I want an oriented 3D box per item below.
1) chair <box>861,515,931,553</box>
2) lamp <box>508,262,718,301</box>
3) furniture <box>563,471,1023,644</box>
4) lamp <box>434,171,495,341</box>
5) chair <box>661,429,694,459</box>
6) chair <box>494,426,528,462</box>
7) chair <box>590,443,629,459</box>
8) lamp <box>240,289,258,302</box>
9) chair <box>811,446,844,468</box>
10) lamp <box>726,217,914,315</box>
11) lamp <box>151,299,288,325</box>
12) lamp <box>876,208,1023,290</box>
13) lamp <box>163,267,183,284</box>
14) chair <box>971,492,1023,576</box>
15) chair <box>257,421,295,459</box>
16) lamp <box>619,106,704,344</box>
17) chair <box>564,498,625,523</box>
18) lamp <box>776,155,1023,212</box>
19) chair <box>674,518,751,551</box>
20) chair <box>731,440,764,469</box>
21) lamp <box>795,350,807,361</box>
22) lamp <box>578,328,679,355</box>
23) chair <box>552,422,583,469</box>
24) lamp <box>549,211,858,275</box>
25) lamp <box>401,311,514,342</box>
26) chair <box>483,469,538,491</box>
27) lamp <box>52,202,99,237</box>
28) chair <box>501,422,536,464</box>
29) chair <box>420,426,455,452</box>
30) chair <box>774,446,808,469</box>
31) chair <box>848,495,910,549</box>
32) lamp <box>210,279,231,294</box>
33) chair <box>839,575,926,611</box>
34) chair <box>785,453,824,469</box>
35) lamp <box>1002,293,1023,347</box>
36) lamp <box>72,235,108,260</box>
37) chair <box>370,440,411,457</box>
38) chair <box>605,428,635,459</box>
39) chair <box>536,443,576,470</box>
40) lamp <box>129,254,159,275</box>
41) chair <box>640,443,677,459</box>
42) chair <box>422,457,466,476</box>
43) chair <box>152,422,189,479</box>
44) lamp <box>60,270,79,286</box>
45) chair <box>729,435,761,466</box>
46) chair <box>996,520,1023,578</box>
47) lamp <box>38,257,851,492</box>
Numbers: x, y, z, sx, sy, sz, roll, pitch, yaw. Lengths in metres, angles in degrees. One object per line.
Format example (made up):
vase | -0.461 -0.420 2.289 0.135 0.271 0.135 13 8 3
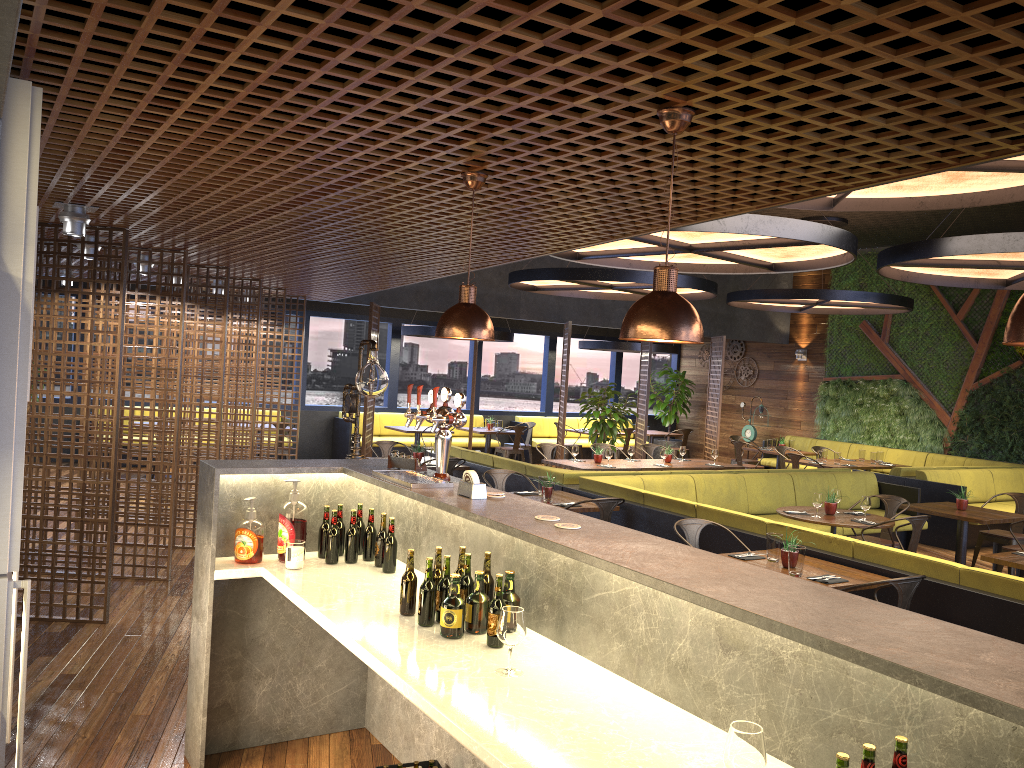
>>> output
chair | 3.183 1.514 7.453 0.504 0.917 0.541 3 1 -31
lamp | 1.378 -1.975 11.904 2.778 1.475 2.778 3 1 -32
furniture | 2.743 1.460 8.941 4.895 0.914 7.462 3 1 -37
lamp | -0.174 -0.521 3.636 0.250 0.673 0.250 3 1 1
chair | 3.231 1.312 17.331 0.504 0.917 0.541 3 1 -31
chair | -0.024 1.157 15.312 0.504 0.917 0.541 3 1 -31
chair | 1.343 1.302 12.280 0.504 0.917 0.541 3 1 -31
lamp | -3.398 -1.140 11.476 0.228 0.172 0.228 3 1 -32
chair | 5.109 1.488 14.331 0.504 0.917 0.541 3 1 -31
lamp | 4.842 -1.884 13.953 2.778 1.362 2.778 4 1 23
lamp | -4.355 -2.050 13.447 1.979 2.172 1.979 3 1 -25
lamp | 4.696 -1.686 7.656 2.778 1.475 2.778 4 1 17
lamp | -3.416 -1.090 9.017 0.228 0.172 0.228 3 1 -32
chair | 5.138 1.596 9.193 0.541 0.917 0.504 3 1 -31
chair | -3.517 0.990 13.147 0.504 0.917 0.541 3 1 -31
lamp | 0.460 -0.462 2.609 0.250 0.673 0.250 3 1 1
chair | 0.630 1.361 7.378 0.504 0.917 0.541 3 1 -31
lamp | 2.450 -1.962 5.808 2.778 1.159 2.778 4 1 18
chair | 1.380 1.432 6.135 0.504 0.917 0.541 3 1 -31
chair | 3.916 1.406 14.796 0.541 0.917 0.504 3 1 -31
lamp | 5.689 -0.577 17.551 0.189 0.215 0.215 3 1 -32
lamp | 2.374 -1.731 17.619 1.979 2.172 1.979 5 2 43
chair | 1.048 1.190 16.855 0.541 0.917 0.504 3 1 -31
lamp | 1.634 -1.877 7.900 2.778 1.475 2.778 3 1 -28
lamp | -0.894 -1.885 15.593 1.979 2.172 1.979 4 1 13
chair | -0.023 1.299 8.437 0.504 0.917 0.541 3 1 -31
lamp | -2.568 -0.960 5.206 0.228 0.172 0.228 3 1 -32
chair | 0.132 1.147 16.216 0.541 0.917 0.504 3 1 -31
chair | -1.239 1.099 14.559 0.504 0.917 0.541 3 1 -31
chair | 4.371 1.453 13.874 0.504 0.917 0.541 3 1 -31
chair | 3.392 1.509 8.311 0.541 0.917 0.504 3 1 -31
lamp | -3.391 -1.114 10.239 0.228 0.172 0.228 3 1 -32
chair | 2.033 1.493 5.077 0.504 0.917 0.541 3 1 -31
chair | 4.249 1.465 12.908 0.541 0.917 0.504 3 1 -31
lamp | 1.066 -0.405 1.628 0.250 0.673 0.250 3 1 1
lamp | -3.192 -1.028 6.692 0.228 0.172 0.228 3 1 -32
chair | -1.452 1.166 10.711 0.504 0.917 0.541 3 1 -31
chair | 2.017 1.254 16.578 0.504 0.917 0.541 3 1 -31
chair | 0.573 1.266 11.803 0.504 0.917 0.541 3 1 -31
lamp | -3.270 -1.058 7.876 0.228 0.172 0.228 3 1 -32
chair | 2.108 1.339 12.754 0.504 0.917 0.541 3 1 -31
chair | -0.809 1.226 9.668 0.504 0.917 0.541 3 1 -31
chair | -4.731 0.932 12.394 0.504 0.917 0.541 3 1 -31
lamp | -5.106 -1.217 10.180 0.228 0.172 0.228 3 1 -32
chair | 4.142 1.399 15.814 0.504 0.917 0.541 3 1 -31
chair | 4.886 1.600 8.276 0.504 0.917 0.541 3 1 -31
lamp | -0.305 0.355 9.829 9.057 2.714 3.017 3 1 -32
